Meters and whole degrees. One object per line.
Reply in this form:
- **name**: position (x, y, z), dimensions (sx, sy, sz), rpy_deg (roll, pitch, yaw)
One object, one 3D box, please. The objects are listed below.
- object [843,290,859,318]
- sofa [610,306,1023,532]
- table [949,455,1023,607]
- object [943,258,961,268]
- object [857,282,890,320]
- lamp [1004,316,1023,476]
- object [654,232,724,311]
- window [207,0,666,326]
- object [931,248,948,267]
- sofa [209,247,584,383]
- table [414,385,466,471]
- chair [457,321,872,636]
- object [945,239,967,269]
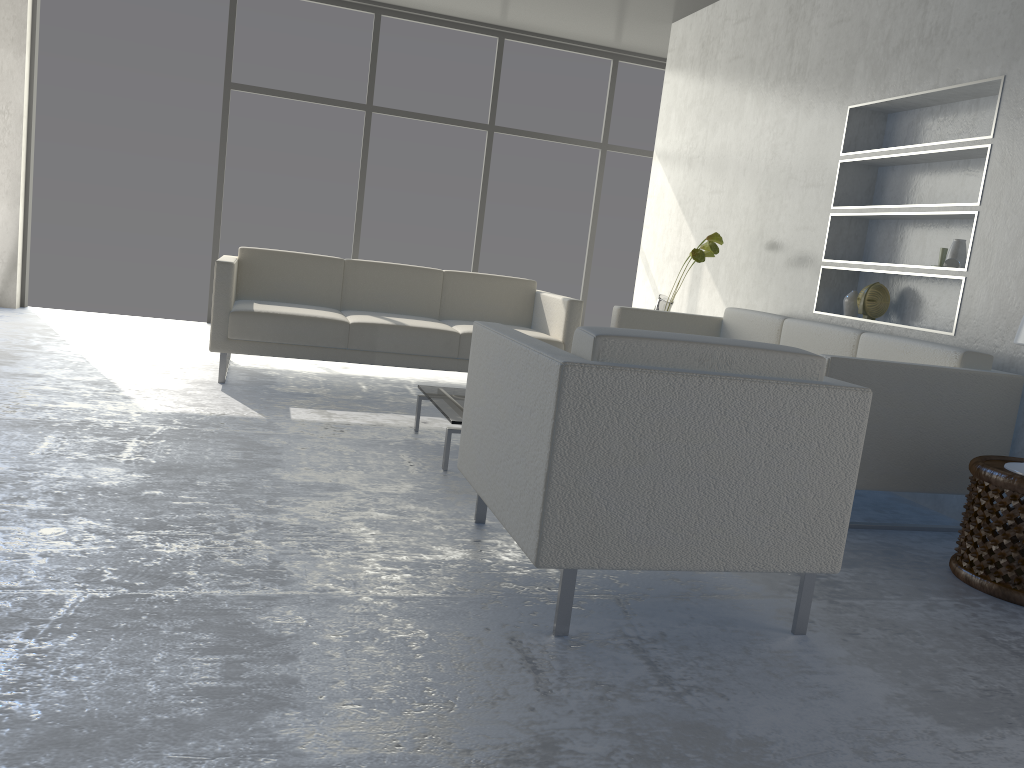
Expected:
- **object**: position (1.633, -0.384, 4.253), dimensions (0.086, 0.128, 0.086), rpy_deg (6, 8, -6)
- **sofa**: position (1.122, 0.036, 3.907), dimensions (0.821, 0.658, 1.881), rpy_deg (5, 9, -16)
- **table**: position (1.570, 0.438, 2.620), dimensions (0.452, 0.358, 0.452), rpy_deg (0, 11, -41)
- **object**: position (1.774, -0.483, 3.577), dimensions (0.064, 0.050, 0.064), rpy_deg (5, 8, -11)
- **object**: position (1.651, -0.386, 4.100), dimensions (0.088, 0.179, 0.163), rpy_deg (3, 9, -26)
- **lamp**: position (1.626, -0.015, 2.555), dimensions (0.347, 0.582, 0.347), rpy_deg (14, 11, 41)
- **object**: position (0.906, -0.336, 4.912), dimensions (0.387, 1.051, 0.400), rpy_deg (9, 8, 11)
- **window**: position (-0.200, -1.520, 7.082), dimensions (4.080, 2.477, 0.037), rpy_deg (5, 9, -16)
- **object**: position (1.802, -0.522, 3.714), dimensions (0.074, 0.094, 0.074), rpy_deg (13, 10, 37)
- **sofa**: position (-0.647, -0.326, 4.891), dimensions (1.881, 0.658, 0.821), rpy_deg (5, 9, -16)
- **table**: position (0.047, 0.189, 3.591), dimensions (0.773, 0.190, 0.730), rpy_deg (5, 9, -16)
- **chair**: position (0.318, 0.171, 2.312), dimensions (0.748, 0.662, 0.821), rpy_deg (5, 9, -16)
- **object**: position (1.821, -0.526, 3.630), dimensions (0.079, 0.130, 0.079), rpy_deg (4, 9, -18)
